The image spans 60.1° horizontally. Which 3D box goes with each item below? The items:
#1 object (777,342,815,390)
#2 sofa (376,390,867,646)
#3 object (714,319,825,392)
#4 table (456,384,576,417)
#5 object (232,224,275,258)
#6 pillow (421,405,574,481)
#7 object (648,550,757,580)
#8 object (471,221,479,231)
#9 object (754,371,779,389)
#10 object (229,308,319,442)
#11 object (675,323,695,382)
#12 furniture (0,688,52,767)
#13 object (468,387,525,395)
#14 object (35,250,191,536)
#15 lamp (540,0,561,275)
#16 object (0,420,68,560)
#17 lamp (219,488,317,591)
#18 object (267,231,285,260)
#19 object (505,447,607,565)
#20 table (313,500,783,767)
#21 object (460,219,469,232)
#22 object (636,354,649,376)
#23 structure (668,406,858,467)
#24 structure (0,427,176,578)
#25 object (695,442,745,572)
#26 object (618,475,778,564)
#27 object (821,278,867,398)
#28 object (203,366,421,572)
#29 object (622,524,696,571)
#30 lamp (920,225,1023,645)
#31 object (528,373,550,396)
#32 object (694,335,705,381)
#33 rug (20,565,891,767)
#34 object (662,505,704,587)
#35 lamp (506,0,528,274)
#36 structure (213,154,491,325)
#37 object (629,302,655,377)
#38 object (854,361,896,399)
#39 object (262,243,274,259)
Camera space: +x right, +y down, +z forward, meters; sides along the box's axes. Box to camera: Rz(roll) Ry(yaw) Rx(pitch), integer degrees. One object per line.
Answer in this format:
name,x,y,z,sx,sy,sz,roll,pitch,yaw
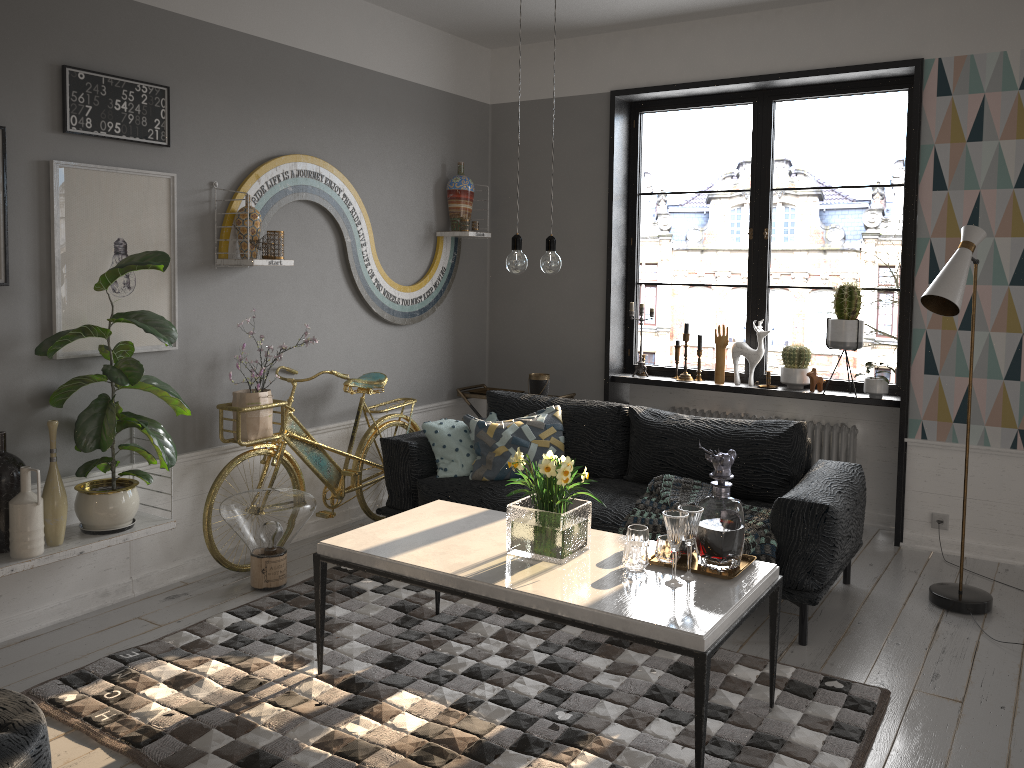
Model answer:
object,1.689,-0.113,5.261,0.234,0.281,0.214,1,5,6
sofa,0.482,0.528,4.432,2.345,0.794,0.974,5,7,32
object,1.532,-0.178,5.302,0.664,0.408,0.135,5,6,33
table,0.018,0.381,5.869,0.744,0.676,0.340,5,6,32
object,-1.221,-0.671,4.187,0.197,0.165,0.060,-2,5,-24
pillow,-0.069,0.304,4.707,0.799,0.360,0.446,3,6,14
object,0.633,0.592,2.977,0.319,0.015,0.248,6,9,32
object,-0.236,-1.015,5.686,0.050,0.058,0.050,3,6,22
object,1.535,-0.027,5.298,0.123,0.098,0.123,-3,7,-35
object,-1.147,-0.058,4.338,0.489,0.638,0.254,-3,6,-40
object,1.096,-0.208,5.571,0.123,0.373,0.123,4,5,37
furniture,-1.497,1.020,2.084,0.736,0.355,0.739,3,7,19
object,-0.106,0.055,5.931,0.319,0.015,0.248,6,9,32
object,-1.617,0.027,3.625,0.567,1.145,0.418,-1,4,-18
lamp,0.126,-1.054,2.351,0.074,1.528,1.404,1,5,1
object,-1.876,0.396,3.308,0.331,0.486,0.287,0,5,-7
lamp,-1.126,0.718,4.093,0.433,0.435,0.434,-2,6,-27
object,-1.154,-0.677,4.319,0.086,0.139,0.086,3,5,25
object,0.124,0.406,3.066,0.352,0.349,0.326,5,7,34
table,0.100,0.837,3.076,1.459,0.508,0.735,5,8,32
object,-0.301,-1.011,5.647,0.060,0.078,0.060,3,5,21
object,0.862,-0.132,5.819,0.085,0.150,0.085,4,6,36
structure,1.536,0.407,5.499,1.225,0.426,0.149,5,6,30
structure,-2.297,0.526,2.704,0.308,0.483,2.787,4,8,32
object,0.696,0.397,2.939,0.156,0.415,0.149,-2,5,-38
object,0.836,0.631,3.864,0.667,0.327,0.492,4,7,27
object,1.885,-0.271,5.003,0.235,0.667,0.229,1,4,3
object,-0.957,0.374,4.719,0.427,0.964,1.634,3,7,24
object,0.501,0.558,2.987,0.246,0.087,0.281,2,7,10
lamp,2.259,0.140,4.039,0.681,1.694,1.251,3,6,30
object,0.173,0.018,5.705,0.141,0.159,0.139,-1,6,-20
object,1.182,-0.170,5.578,0.076,0.299,0.076,-1,4,-27
rug,-0.178,1.073,3.079,2.532,0.034,1.777,6,9,32
object,0.538,0.511,2.797,0.082,0.226,0.168,5,6,44
lamp,0.008,-1.046,2.279,0.074,1.528,1.404,1,5,1
structure,-0.781,-0.787,5.022,0.267,0.950,2.030,3,7,32
object,0.822,-0.291,5.740,0.145,0.488,0.163,-1,4,-22
object,2.014,-0.022,4.904,0.171,0.202,0.247,4,7,34
object,-1.208,-0.658,4.383,0.062,0.081,0.063,2,5,8
